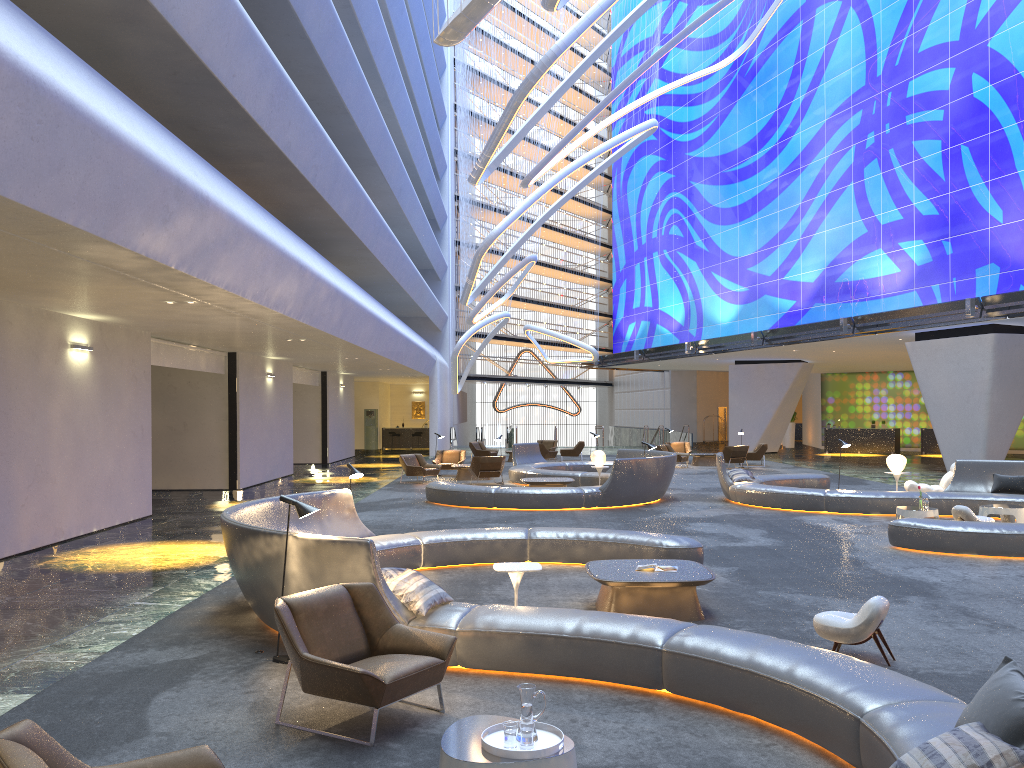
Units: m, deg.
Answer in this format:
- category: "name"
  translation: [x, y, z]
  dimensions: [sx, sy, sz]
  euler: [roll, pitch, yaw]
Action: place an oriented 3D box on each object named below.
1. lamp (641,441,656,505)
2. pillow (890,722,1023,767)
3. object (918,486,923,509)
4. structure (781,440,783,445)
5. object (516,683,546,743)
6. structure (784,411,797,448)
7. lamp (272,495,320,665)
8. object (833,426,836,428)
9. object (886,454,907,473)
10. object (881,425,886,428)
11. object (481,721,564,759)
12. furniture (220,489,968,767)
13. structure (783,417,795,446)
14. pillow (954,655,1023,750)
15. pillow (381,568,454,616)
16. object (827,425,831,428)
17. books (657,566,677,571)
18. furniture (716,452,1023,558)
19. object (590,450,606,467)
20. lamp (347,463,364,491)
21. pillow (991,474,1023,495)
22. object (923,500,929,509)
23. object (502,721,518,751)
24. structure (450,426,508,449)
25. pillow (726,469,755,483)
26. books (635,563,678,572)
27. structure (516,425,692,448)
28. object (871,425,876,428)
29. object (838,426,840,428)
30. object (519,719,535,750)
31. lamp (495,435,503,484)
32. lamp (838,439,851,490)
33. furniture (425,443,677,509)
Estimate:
- category: "lamp"
  translation: [2.777, 1.821, 18.154]
  dimensions: [0.384, 1.300, 0.202]
  euler: [0, 0, 17]
- category: "pillow"
  translation: [1.861, 1.502, 3.400]
  dimensions: [0.874, 0.280, 0.684]
  euler: [-1, -2, 37]
- category: "object"
  translation: [6.242, 1.732, 13.529]
  dimensions: [0.066, 0.356, 0.076]
  euler: [0, 0, -33]
- category: "structure"
  translation: [14.827, 2.294, 48.459]
  dimensions: [1.022, 2.051, 0.772]
  euler: [0, 0, 12]
- category: "object"
  translation: [0.083, 1.534, 4.139]
  dimensions: [0.131, 0.252, 0.103]
  euler: [0, 0, -17]
- category: "structure"
  translation: [13.960, 2.180, 44.482]
  dimensions: [1.022, 2.051, 0.772]
  euler: [0, 0, -22]
- category: "lamp"
  translation: [-1.674, 1.509, 6.875]
  dimensions: [0.384, 1.300, 0.202]
  euler: [0, 0, 0]
- category: "object"
  translation: [14.231, 1.888, 39.090]
  dimensions: [0.107, 0.108, 0.111]
  euler: [-1, -1, 34]
- category: "object"
  translation: [7.955, 1.644, 18.347]
  dimensions: [0.367, 0.387, 0.318]
  euler: [0, -1, -18]
- category: "object"
  translation: [15.885, 1.826, 37.888]
  dimensions: [0.150, 0.145, 0.150]
  euler: [-1, -1, 33]
- category: "object"
  translation: [0.049, 1.643, 4.100]
  dimensions: [0.381, 0.038, 0.381]
  euler: [0, -2, -8]
- category: "furniture"
  translation: [-0.116, 1.632, 6.747]
  dimensions: [5.185, 0.969, 9.930]
  euler: [0, -2, -3]
- category: "structure"
  translation: [14.441, 2.239, 46.565]
  dimensions: [0.772, 2.051, 1.022]
  euler: [0, 0, -29]
- category: "pillow"
  translation: [2.067, 1.418, 3.691]
  dimensions: [0.315, 0.386, 0.785]
  euler: [0, -1, 15]
- category: "pillow"
  translation: [-0.812, 1.601, 6.978]
  dimensions: [0.692, 0.262, 0.877]
  euler: [1, -2, -38]
- category: "object"
  translation: [14.029, 1.874, 39.231]
  dimensions: [0.149, 0.150, 0.149]
  euler: [-1, -1, 34]
- category: "books"
  translation: [1.503, 1.784, 8.582]
  dimensions: [0.133, 0.012, 0.189]
  euler: [0, -2, -10]
- category: "furniture"
  translation: [7.280, 1.871, 16.107]
  dimensions: [5.185, 0.969, 9.930]
  euler: [0, -2, -8]
- category: "object"
  translation: [2.026, 1.749, 20.814]
  dimensions: [0.367, 0.387, 0.318]
  euler: [0, -1, 7]
- category: "lamp"
  translation: [-1.962, 1.631, 10.923]
  dimensions: [0.202, 1.300, 0.384]
  euler: [0, 0, -41]
- category: "pillow"
  translation: [8.855, 1.778, 15.645]
  dimensions: [0.769, 0.369, 0.295]
  euler: [-2, -1, 44]
- category: "object"
  translation: [6.367, 1.853, 13.620]
  dimensions: [0.071, 0.118, 0.151]
  euler: [0, -1, 10]
- category: "object"
  translation: [-0.008, 1.598, 4.018]
  dimensions: [0.071, 0.118, 0.071]
  euler: [0, 0, -18]
- category: "structure"
  translation: [-1.687, 6.647, 55.582]
  dimensions: [3.016, 8.238, 19.835]
  euler: [0, -1, 0]
- category: "pillow"
  translation: [4.788, 1.921, 18.728]
  dimensions: [0.692, 0.262, 0.877]
  euler: [-1, -2, 8]
- category: "books"
  translation: [1.409, 1.780, 8.622]
  dimensions: [0.395, 0.039, 0.301]
  euler: [-1, -2, 14]
- category: "structure"
  translation: [4.746, 6.658, 56.029]
  dimensions: [9.304, 8.399, 19.739]
  euler: [0, -1, 0]
- category: "object"
  translation: [15.539, 1.834, 38.104]
  dimensions: [0.150, 0.145, 0.150]
  euler: [-1, -1, 33]
- category: "object"
  translation: [14.395, 1.903, 38.976]
  dimensions: [0.072, 0.070, 0.073]
  euler: [-1, -1, 34]
- category: "object"
  translation: [0.068, 1.598, 4.044]
  dimensions: [0.071, 0.118, 0.071]
  euler: [0, 0, -32]
- category: "lamp"
  translation: [-0.324, 1.998, 23.509]
  dimensions: [0.202, 1.300, 0.384]
  euler: [0, 0, 16]
- category: "lamp"
  translation: [7.010, 1.817, 18.783]
  dimensions: [0.202, 1.300, 0.384]
  euler: [0, 0, -25]
- category: "furniture"
  translation: [1.680, 2.072, 21.784]
  dimensions: [5.185, 0.969, 9.929]
  euler: [-1, -2, 17]
